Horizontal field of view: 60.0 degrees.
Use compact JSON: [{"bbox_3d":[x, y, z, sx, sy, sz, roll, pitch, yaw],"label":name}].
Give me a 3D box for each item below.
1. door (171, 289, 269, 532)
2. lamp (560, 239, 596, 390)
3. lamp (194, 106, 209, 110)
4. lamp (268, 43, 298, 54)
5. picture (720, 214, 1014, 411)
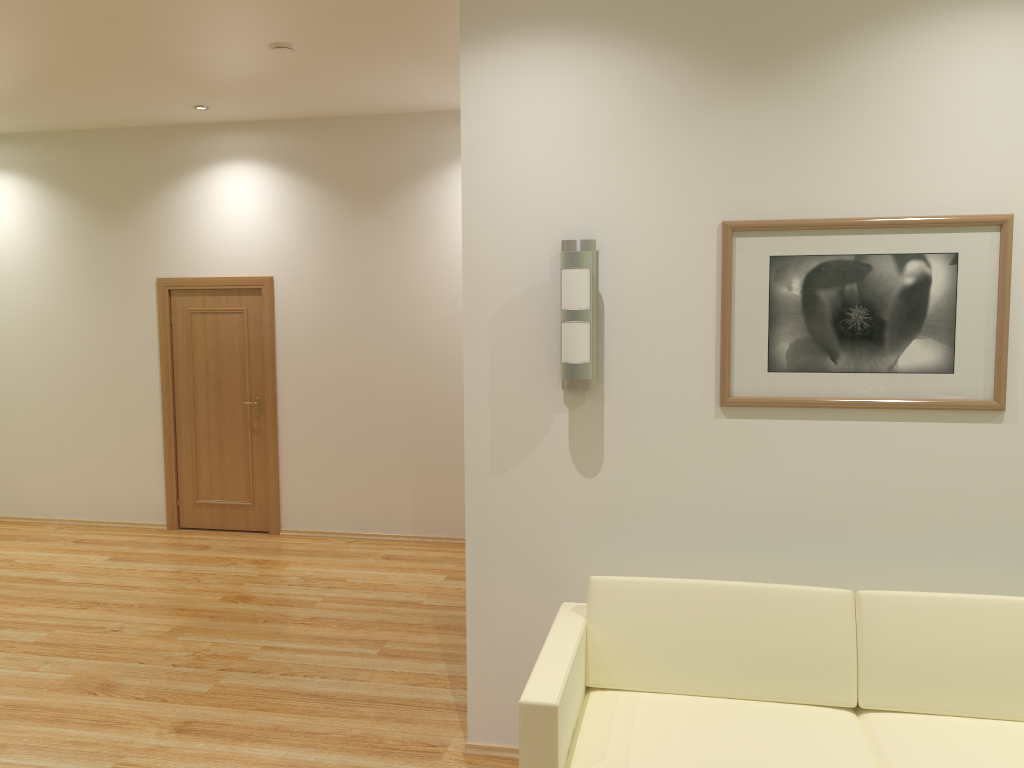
[{"bbox_3d":[-2.415,0.223,7.332,0.823,2.001,0.098,1,5,11],"label":"door"},{"bbox_3d":[0.250,-0.263,3.396,0.134,0.580,0.142,1,5,11],"label":"lamp"},{"bbox_3d":[-2.302,-2.044,6.569,0.105,0.011,0.105,-3,6,-29],"label":"lamp"},{"bbox_3d":[-1.309,-1.913,5.077,0.167,0.024,0.167,-3,6,-28],"label":"lamp"},{"bbox_3d":[1.278,-0.256,3.247,1.000,0.700,0.025,1,5,11],"label":"picture"}]
